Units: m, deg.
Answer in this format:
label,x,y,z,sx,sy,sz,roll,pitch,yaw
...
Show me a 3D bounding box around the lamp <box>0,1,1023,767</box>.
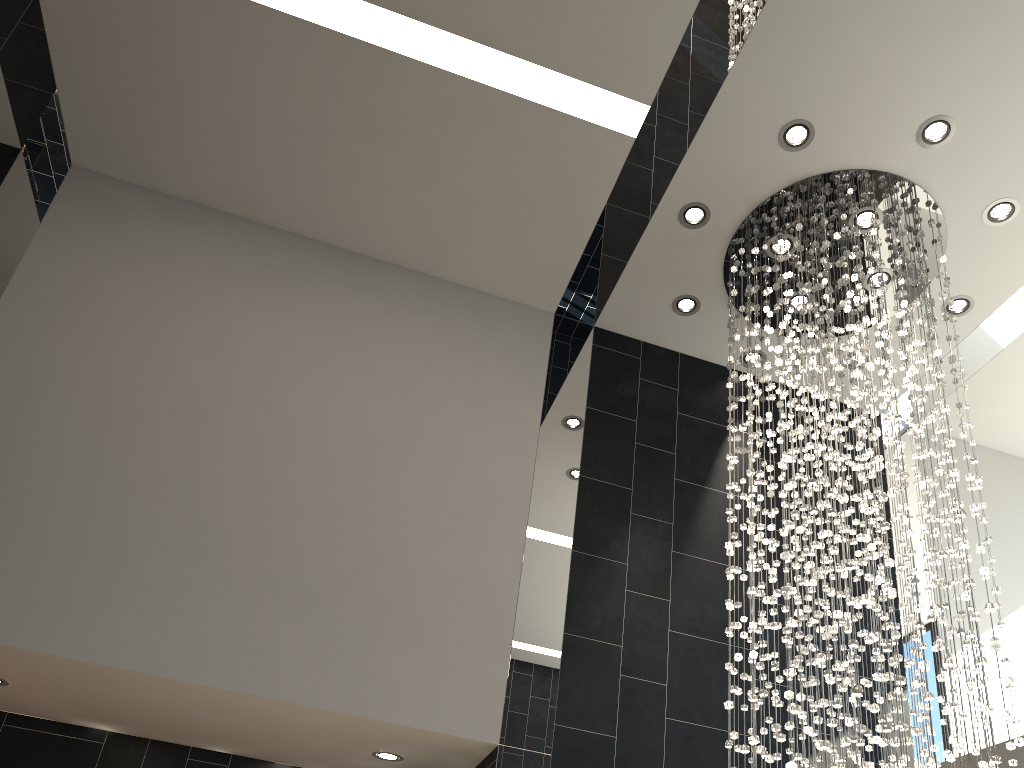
label,x,y,z,sx,sy,sz,roll,pitch,yaw
lamp,1.324,-35.933,21.151,398.846,102.998,444.134,0,-37,11
